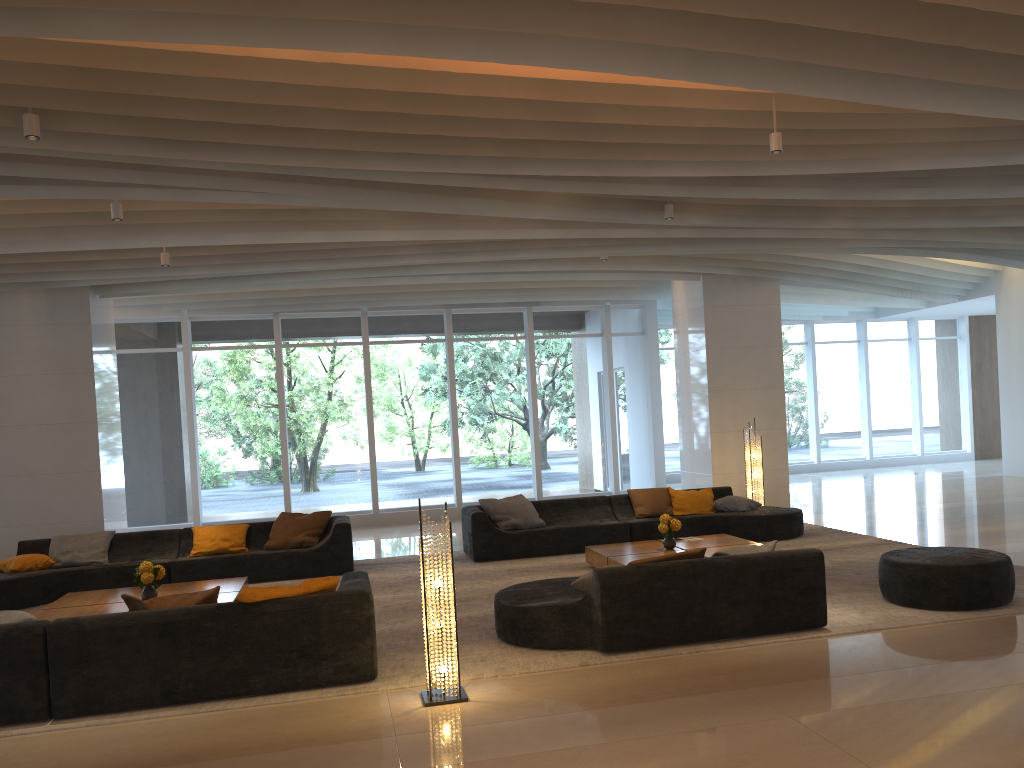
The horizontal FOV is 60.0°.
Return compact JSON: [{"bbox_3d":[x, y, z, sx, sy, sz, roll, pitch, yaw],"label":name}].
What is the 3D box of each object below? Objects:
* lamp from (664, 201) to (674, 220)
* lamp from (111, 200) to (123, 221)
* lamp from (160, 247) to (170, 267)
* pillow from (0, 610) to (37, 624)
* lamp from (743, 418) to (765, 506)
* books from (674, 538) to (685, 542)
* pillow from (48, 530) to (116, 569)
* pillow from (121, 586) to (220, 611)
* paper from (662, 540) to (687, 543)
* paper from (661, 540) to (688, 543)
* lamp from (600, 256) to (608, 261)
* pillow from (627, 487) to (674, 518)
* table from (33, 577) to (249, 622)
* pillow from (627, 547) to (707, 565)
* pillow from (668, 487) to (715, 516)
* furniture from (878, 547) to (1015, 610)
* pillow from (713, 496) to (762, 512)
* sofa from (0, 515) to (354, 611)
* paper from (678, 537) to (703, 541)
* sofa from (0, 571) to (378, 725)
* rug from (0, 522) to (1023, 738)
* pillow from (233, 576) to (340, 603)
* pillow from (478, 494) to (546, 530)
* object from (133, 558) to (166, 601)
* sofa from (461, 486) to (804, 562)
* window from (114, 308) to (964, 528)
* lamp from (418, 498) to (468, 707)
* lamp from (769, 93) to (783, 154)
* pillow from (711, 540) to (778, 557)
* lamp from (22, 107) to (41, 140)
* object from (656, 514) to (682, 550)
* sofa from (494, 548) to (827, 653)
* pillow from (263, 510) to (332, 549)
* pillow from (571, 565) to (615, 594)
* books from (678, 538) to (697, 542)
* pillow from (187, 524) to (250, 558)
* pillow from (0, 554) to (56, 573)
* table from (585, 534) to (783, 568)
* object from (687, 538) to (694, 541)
[{"bbox_3d":[1.505,-2.375,8.711,0.088,1.507,0.090,-2,1,33],"label":"lamp"},{"bbox_3d":[-3.409,-2.149,7.552,0.090,1.507,0.087,-4,2,-39],"label":"lamp"},{"bbox_3d":[-3.828,-2.043,9.675,0.090,1.507,0.088,-4,1,-21],"label":"lamp"},{"bbox_3d":[-3.164,1.579,5.437,0.589,0.377,0.418,-3,-1,-10],"label":"pillow"},{"bbox_3d":[3.340,1.196,12.228,0.252,1.452,0.248,-3,1,-12],"label":"lamp"},{"bbox_3d":[1.750,1.661,9.452,0.113,0.011,0.179,-2,-2,-21],"label":"books"},{"bbox_3d":[-4.657,1.823,9.565,0.669,0.417,0.458,-3,-1,-12],"label":"pillow"},{"bbox_3d":[-2.146,1.493,5.671,0.604,0.410,0.441,-3,-1,-10],"label":"pillow"},{"bbox_3d":[1.733,1.670,9.440,0.188,0.001,0.254,-2,-2,-20],"label":"paper"},{"bbox_3d":[1.729,1.670,9.436,0.199,0.001,0.260,-2,-2,-21],"label":"paper"},{"bbox_3d":[1.089,-2.269,10.854,0.088,1.507,0.090,-2,1,33],"label":"lamp"},{"bbox_3d":[1.775,1.496,11.108,0.580,0.374,0.367,-3,-1,-14],"label":"pillow"},{"bbox_3d":[-3.198,1.985,7.689,1.611,0.220,1.590,-3,-2,-12],"label":"table"},{"bbox_3d":[1.067,1.356,6.320,0.608,0.392,0.395,-3,-1,-10],"label":"pillow"},{"bbox_3d":[2.279,1.486,11.165,0.608,0.403,0.473,-3,-1,-5],"label":"pillow"},{"bbox_3d":[3.422,1.521,7.012,0.985,0.364,0.982,-3,-2,-3],"label":"furniture"},{"bbox_3d":[2.841,1.516,11.157,0.433,0.209,0.595,-4,-2,38],"label":"pillow"},{"bbox_3d":[-3.817,1.908,9.535,4.173,0.583,1.342,-3,-2,-14],"label":"sofa"},{"bbox_3d":[1.926,1.662,9.517,0.188,0.001,0.253,-2,-2,-25],"label":"paper"},{"bbox_3d":[-2.784,1.697,5.589,3.801,0.583,0.935,-3,-1,-13],"label":"sofa"},{"bbox_3d":[-3.509,2.113,7.620,16.324,0.022,5.477,-3,-2,-13],"label":"rug"},{"bbox_3d":[-1.503,1.440,5.745,0.648,0.378,0.539,-2,-1,-34],"label":"pillow"},{"bbox_3d":[0.002,1.551,10.725,0.648,0.378,0.539,-2,-1,-34],"label":"pillow"},{"bbox_3d":[-3.087,1.675,7.555,0.264,0.377,0.237,-3,0,10],"label":"object"},{"bbox_3d":[1.484,1.669,10.899,4.195,0.582,1.334,-3,-2,-6],"label":"sofa"},{"bbox_3d":[-6.417,0.571,11.244,21.807,3.222,55.311,-5,-3,43],"label":"window"},{"bbox_3d":[-0.434,1.257,5.232,0.252,1.199,0.248,-3,1,-12],"label":"lamp"},{"bbox_3d":[1.931,-2.481,6.605,0.088,1.507,0.090,-2,1,33],"label":"lamp"},{"bbox_3d":[1.673,1.326,6.570,0.568,0.345,0.454,-3,-1,-14],"label":"pillow"},{"bbox_3d":[-2.979,-2.256,5.415,0.090,1.507,0.088,-4,1,-21],"label":"lamp"},{"bbox_3d":[1.573,1.470,8.887,0.237,0.377,0.264,-3,0,-10],"label":"object"},{"bbox_3d":[0.998,1.532,6.644,2.267,0.577,1.346,-3,-2,-12],"label":"sofa"},{"bbox_3d":[-2.449,1.664,10.160,0.635,0.378,0.550,-3,-1,10],"label":"pillow"},{"bbox_3d":[0.699,1.417,6.417,0.424,0.247,0.476,-4,-2,23],"label":"pillow"},{"bbox_3d":[1.829,1.661,9.466,0.215,0.011,0.179,-2,-3,-31],"label":"books"},{"bbox_3d":[-3.265,1.777,9.889,0.641,0.394,0.447,-3,-1,-13],"label":"pillow"},{"bbox_3d":[-5.144,1.897,9.345,0.577,0.193,0.456,-5,-2,43],"label":"pillow"},{"bbox_3d":[1.719,1.758,8.823,1.611,0.220,1.590,-3,-2,-12],"label":"table"},{"bbox_3d":[1.875,1.657,9.494,0.107,0.014,0.178,-2,-3,-31],"label":"object"}]
